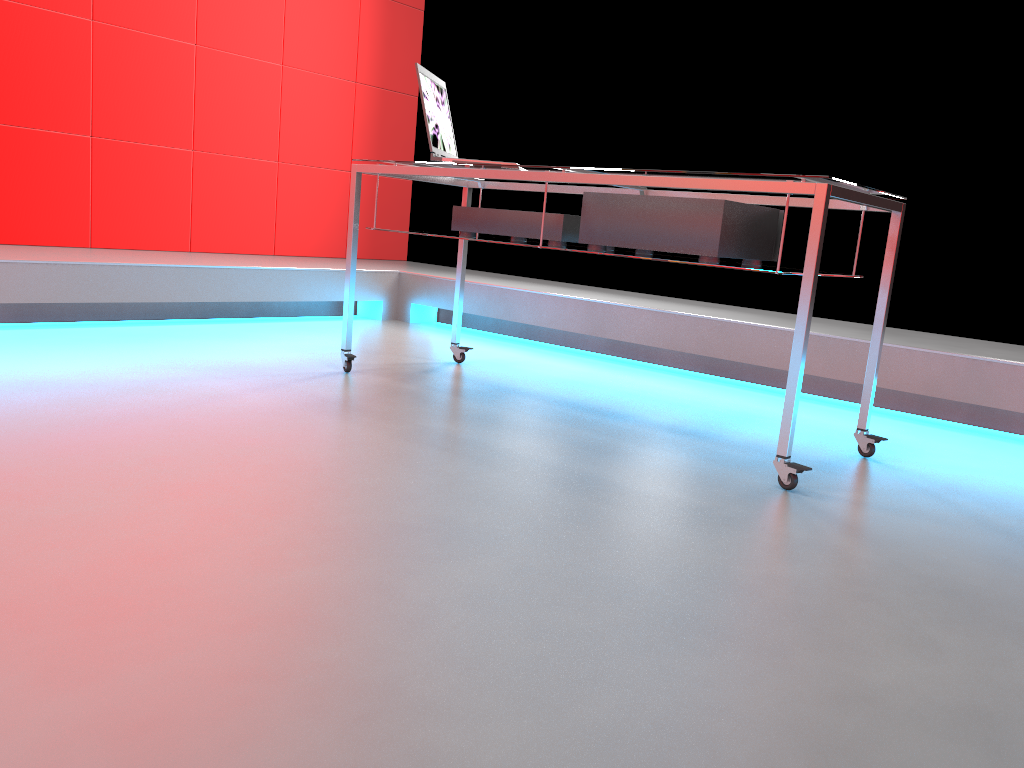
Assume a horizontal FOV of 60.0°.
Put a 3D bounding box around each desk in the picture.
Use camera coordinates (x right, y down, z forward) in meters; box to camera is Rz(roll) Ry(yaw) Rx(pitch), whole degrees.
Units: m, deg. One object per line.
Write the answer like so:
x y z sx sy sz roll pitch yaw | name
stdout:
0.243 -0.257 2.608 1.617 0.690 0.594 13 13 38 | desk

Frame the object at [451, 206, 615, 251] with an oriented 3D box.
0.094 -0.488 2.791 0.435 0.092 0.365 13 13 38 | object

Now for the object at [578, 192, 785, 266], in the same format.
0.474 -0.432 2.482 0.431 0.158 0.371 13 13 38 | object

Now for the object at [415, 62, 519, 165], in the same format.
-0.104 -0.819 2.789 0.340 0.285 0.342 7 10 9 | object
